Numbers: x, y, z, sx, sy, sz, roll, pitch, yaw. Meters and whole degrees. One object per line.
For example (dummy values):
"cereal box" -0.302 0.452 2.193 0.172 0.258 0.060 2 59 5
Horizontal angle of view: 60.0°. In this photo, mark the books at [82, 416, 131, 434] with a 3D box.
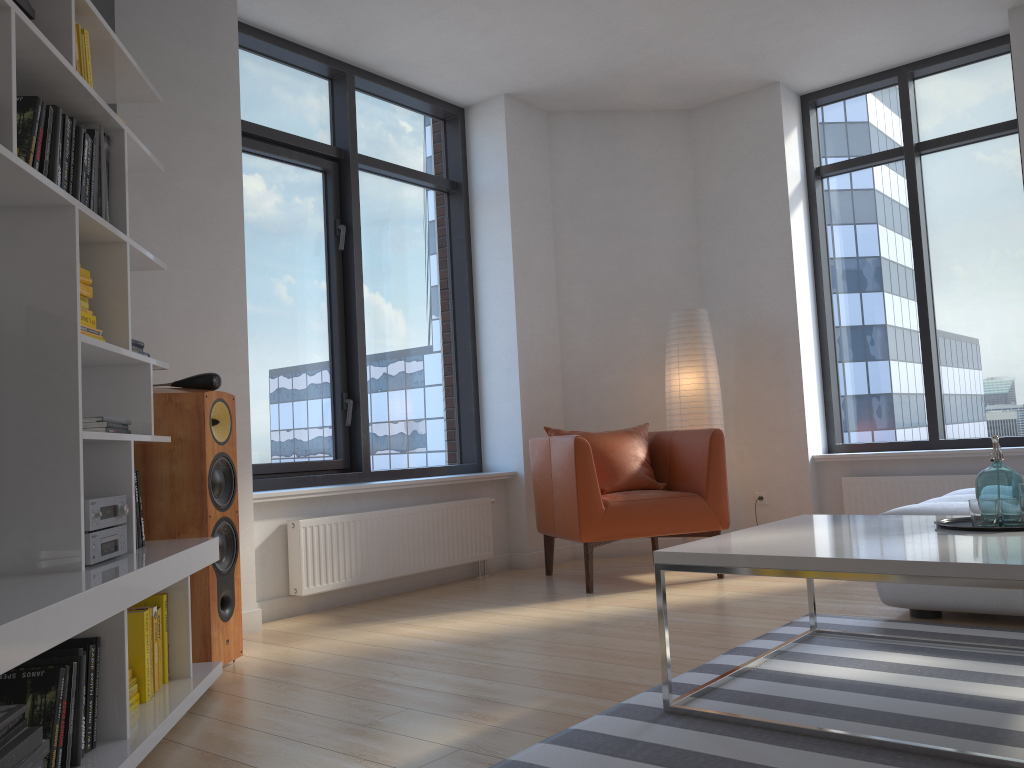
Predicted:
"books" -1.287 0.131 2.613 0.250 0.047 0.310 -2 -4 -10

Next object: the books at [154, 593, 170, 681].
"books" -1.189 0.801 2.782 0.213 0.270 0.025 -3 -4 -6

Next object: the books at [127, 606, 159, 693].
"books" -1.158 0.799 2.649 0.185 0.250 0.035 -3 -4 -6

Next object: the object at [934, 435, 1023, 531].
"object" 1.415 0.285 2.614 0.330 0.265 0.330 -1 -5 -27

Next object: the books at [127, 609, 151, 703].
"books" -1.151 0.789 2.553 0.198 0.255 0.044 -3 -4 -6

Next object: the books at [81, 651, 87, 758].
"books" -1.102 0.763 2.093 0.179 0.243 0.068 -3 -4 -7

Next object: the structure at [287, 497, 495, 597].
"structure" -0.576 0.895 4.784 0.110 0.460 1.474 -6 -5 39

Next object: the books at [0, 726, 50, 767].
"books" -1.093 0.786 1.712 0.277 0.137 0.343 -2 -4 -11

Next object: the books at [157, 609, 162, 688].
"books" -1.161 0.811 2.702 0.172 0.234 0.024 -3 -4 -6

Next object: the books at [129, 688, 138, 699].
"books" -1.130 0.869 2.428 0.148 0.011 0.196 -3 -4 -6

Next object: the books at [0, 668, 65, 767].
"books" -1.089 0.755 1.944 0.182 0.234 0.104 -3 -4 -6

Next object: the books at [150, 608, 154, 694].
"books" -1.158 0.797 2.622 0.180 0.251 0.019 -3 -4 -6

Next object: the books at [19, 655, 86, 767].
"books" -1.077 0.759 2.045 0.172 0.242 0.069 -3 -4 -5

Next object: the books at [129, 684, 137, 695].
"books" -1.111 0.854 2.426 0.113 0.018 0.169 -3 -4 -5

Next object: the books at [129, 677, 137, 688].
"books" -1.128 0.839 2.432 0.134 0.014 0.187 -3 -4 -6

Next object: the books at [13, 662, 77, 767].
"books" -1.086 0.759 2.009 0.169 0.233 0.081 -3 -4 -7

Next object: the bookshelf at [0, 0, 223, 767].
"bookshelf" -1.115 -0.104 1.573 0.455 2.052 3.000 -3 -4 -6

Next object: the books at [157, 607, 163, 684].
"books" -1.168 0.813 2.728 0.172 0.234 0.024 -3 -4 -6

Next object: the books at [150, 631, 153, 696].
"books" -1.137 0.807 2.602 0.156 0.229 0.024 -3 -4 -6

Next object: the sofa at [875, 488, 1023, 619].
"sofa" 2.118 0.440 2.329 2.614 0.732 3.424 -6 -5 39

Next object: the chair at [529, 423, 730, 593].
"chair" 0.612 0.643 4.957 0.896 0.858 0.843 -2 -4 -19

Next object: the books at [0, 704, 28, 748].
"books" -1.119 0.694 1.710 0.250 0.047 0.310 -2 -4 -10

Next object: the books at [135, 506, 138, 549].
"books" -1.250 0.394 2.738 0.169 0.242 0.050 -3 -4 -6

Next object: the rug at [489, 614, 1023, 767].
"rug" 1.124 0.847 2.232 1.662 0.016 2.326 -6 -5 39

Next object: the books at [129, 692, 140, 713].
"books" -1.125 0.891 2.427 0.147 0.033 0.190 -3 -4 -6

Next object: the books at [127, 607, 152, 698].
"books" -1.157 0.790 2.583 0.199 0.263 0.015 -3 -4 -6

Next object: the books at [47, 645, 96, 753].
"books" -1.110 0.761 2.130 0.191 0.249 0.084 -3 -4 -6

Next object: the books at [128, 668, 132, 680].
"books" -1.141 0.820 2.428 0.138 0.026 0.186 -3 -4 -6

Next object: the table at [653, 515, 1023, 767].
"table" 1.167 0.641 2.505 1.091 0.435 1.091 -6 -5 39

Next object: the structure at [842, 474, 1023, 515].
"structure" 2.451 0.760 5.138 1.015 0.460 0.110 -6 -5 39

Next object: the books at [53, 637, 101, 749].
"books" -1.115 0.759 2.163 0.197 0.260 0.066 -3 -4 -6

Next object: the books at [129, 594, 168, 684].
"books" -1.177 0.798 2.757 0.204 0.270 0.029 -3 -4 -6

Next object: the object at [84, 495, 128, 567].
"object" -1.228 0.404 2.426 0.270 0.174 0.285 -3 -4 -6

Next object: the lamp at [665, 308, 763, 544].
"lamp" 1.375 0.296 5.496 0.804 1.550 0.502 -3 -4 -1

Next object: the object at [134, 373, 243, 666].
"object" -1.269 0.511 3.289 0.434 1.088 0.290 -4 -4 9

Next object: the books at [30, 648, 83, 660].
"books" -1.106 0.754 2.066 0.192 0.254 0.075 -3 -4 -7

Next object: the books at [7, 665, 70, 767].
"books" -1.097 0.758 1.977 0.187 0.234 0.096 -3 -4 -6
